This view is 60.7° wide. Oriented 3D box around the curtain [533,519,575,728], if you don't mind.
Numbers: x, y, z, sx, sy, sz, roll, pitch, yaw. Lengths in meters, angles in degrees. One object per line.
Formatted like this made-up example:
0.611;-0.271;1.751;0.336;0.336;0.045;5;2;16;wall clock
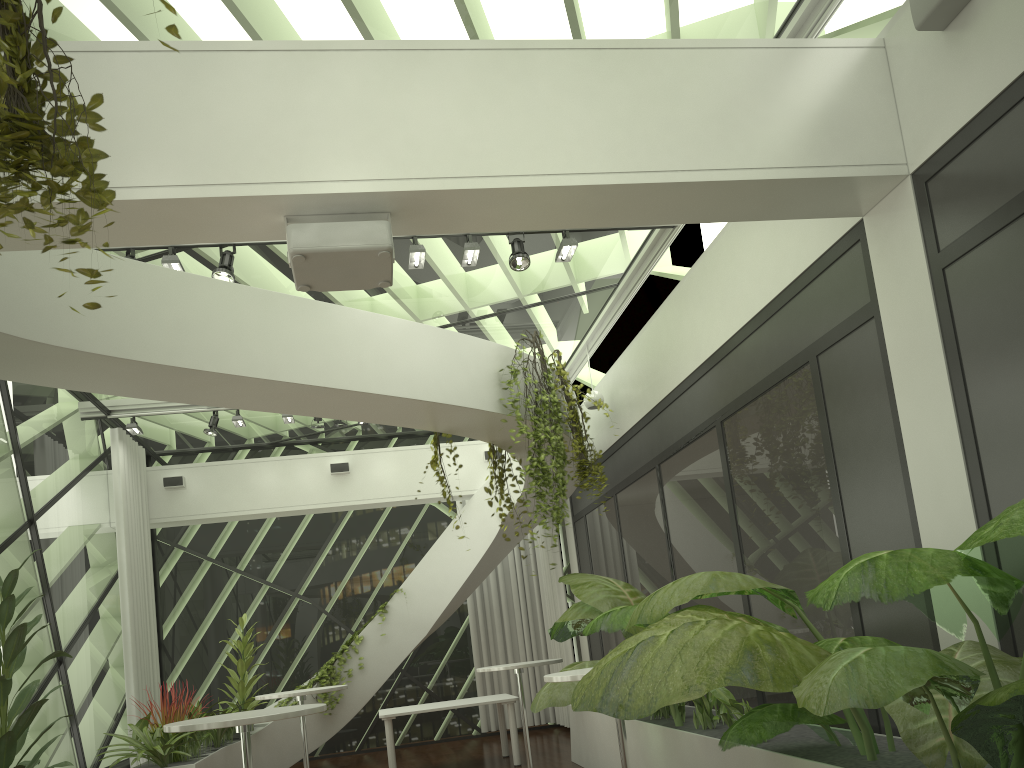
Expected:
0.558;2.712;12.224;0.159;3.995;1.026;-5;-8;-12;curtain

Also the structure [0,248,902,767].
-0.296;-0.312;0.016;5.910;4.112;25.151;-6;-16;-5;structure

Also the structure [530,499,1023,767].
0.990;1.617;4.618;1.778;1.671;9.200;-5;-16;-10;structure

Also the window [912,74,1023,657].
2.616;-0.499;0.430;0.050;3.156;7.331;-6;-15;-10;window

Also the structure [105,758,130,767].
-3.482;2.866;4.649;0.258;0.490;15.643;-5;-16;-10;structure

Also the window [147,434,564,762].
-2.220;3.044;12.823;5.724;4.539;0.039;-5;-8;-10;window

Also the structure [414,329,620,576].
0.015;0.623;7.547;1.642;2.024;1.470;4;-15;-44;structure

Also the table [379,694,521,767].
-0.691;3.923;9.736;1.497;0.701;1.103;-4;-14;-10;table

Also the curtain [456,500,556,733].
-0.077;2.993;12.922;1.227;3.995;0.164;-5;-8;-11;curtain

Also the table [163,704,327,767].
-1.392;2.342;4.738;0.866;1.070;0.869;-12;-12;24;table

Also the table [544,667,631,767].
0.677;2.198;5.086;0.866;1.070;0.869;-12;-12;24;table

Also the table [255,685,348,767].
-1.930;3.440;8.241;0.866;1.070;0.869;-12;-12;24;table

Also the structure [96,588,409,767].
-3.039;3.146;9.546;2.054;1.628;4.866;-12;-16;20;structure

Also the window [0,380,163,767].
-3.773;0.686;4.207;0.084;4.516;17.315;-6;-16;-10;window

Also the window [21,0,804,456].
-1.264;-1.715;4.977;5.674;0.054;17.281;-4;-17;-10;window

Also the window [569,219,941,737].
1.486;1.805;7.787;0.050;3.156;7.422;-6;-15;-10;window

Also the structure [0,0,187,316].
-1.468;-0.954;1.840;1.452;2.259;4.741;3;-18;-45;structure

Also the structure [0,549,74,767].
-2.308;1.187;2.855;0.852;1.557;3.438;-5;-15;-11;structure

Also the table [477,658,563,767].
0.139;3.295;8.589;0.866;1.070;0.869;-12;-12;24;table

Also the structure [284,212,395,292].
-0.753;-0.597;3.855;0.461;0.269;0.400;-4;-14;-10;structure
